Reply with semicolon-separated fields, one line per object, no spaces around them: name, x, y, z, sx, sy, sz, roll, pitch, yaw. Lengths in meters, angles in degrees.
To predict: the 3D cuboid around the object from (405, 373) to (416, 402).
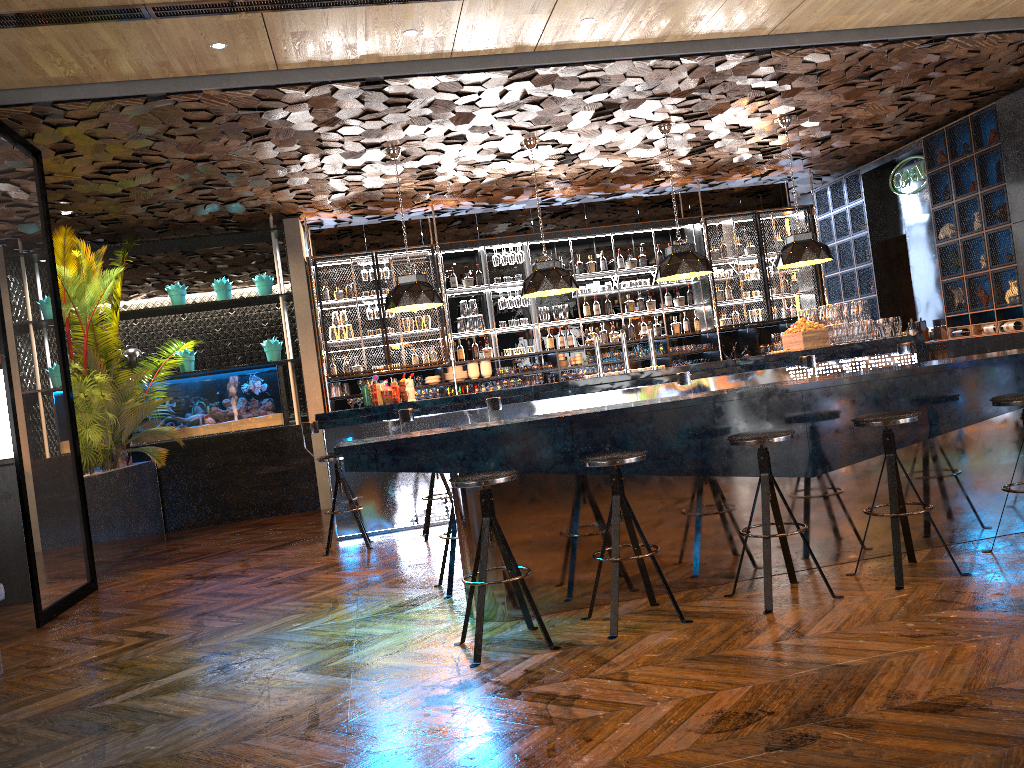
object;-0.957;0.033;8.344;0.081;0.264;0.099;-7;0;12

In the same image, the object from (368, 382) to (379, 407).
object;-1.322;0.090;8.420;0.078;0.246;0.084;-7;0;-11

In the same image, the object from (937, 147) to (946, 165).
object;5.160;-2.689;10.480;0.126;0.249;0.253;-7;0;-39

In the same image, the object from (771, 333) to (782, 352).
object;2.872;-0.442;9.607;0.105;0.209;0.105;-8;0;16

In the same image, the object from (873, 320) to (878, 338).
object;3.800;-0.564;9.322;0.105;0.209;0.105;-8;0;16

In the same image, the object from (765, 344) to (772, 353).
object;3.437;-0.420;11.846;0.079;0.231;0.079;-7;0;-13

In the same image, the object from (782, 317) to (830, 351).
object;2.998;-0.517;9.040;0.340;0.332;0.464;-7;0;-6

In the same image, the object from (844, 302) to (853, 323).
object;3.497;-0.737;9.186;0.105;0.209;0.105;-8;0;16

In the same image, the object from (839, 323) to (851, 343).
object;3.372;-0.511;8.987;0.105;0.209;0.105;-8;0;16

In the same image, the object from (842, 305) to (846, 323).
object;3.531;-0.741;9.532;0.105;0.209;0.105;-8;0;16

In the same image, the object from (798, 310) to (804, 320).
object;3.140;-0.689;9.574;0.105;0.209;0.105;-8;0;16

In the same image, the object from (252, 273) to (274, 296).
object;-3.069;-1.220;10.977;0.265;0.325;0.245;-7;0;-15

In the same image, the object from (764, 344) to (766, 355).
object;3.394;-0.414;11.929;0.079;0.231;0.079;-7;0;-29

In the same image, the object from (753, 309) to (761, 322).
object;3.307;-0.903;11.958;0.105;0.209;0.105;-7;0;-24

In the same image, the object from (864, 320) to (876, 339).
object;3.647;-0.547;9.040;0.105;0.209;0.105;-8;0;16

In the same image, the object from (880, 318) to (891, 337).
object;3.838;-0.570;9.096;0.105;0.209;0.105;-7;0;-34

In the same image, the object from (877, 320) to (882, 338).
object;3.911;-0.579;9.347;0.105;0.209;0.105;-8;0;16

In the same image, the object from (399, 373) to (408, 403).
object;-1.029;0.036;8.461;0.080;0.277;0.091;-8;0;23

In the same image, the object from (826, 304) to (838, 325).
object;3.248;-0.705;9.020;0.105;0.209;0.105;-8;0;16

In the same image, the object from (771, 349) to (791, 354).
object;2.689;-0.324;8.890;0.198;0.045;0.377;-8;0;29

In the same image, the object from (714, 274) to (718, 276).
object;2.707;-1.485;11.892;0.089;0.092;0.089;-8;0;17

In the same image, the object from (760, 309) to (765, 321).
object;3.416;-0.917;12.039;0.105;0.209;0.105;-7;0;-24

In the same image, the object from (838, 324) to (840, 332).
object;3.365;-0.509;9.097;0.105;0.209;0.105;-8;0;16

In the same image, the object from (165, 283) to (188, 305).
object;-4.090;-1.087;10.814;0.265;0.325;0.245;-7;0;-45

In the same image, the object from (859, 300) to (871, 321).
object;3.612;-0.752;9.091;0.105;0.209;0.105;-8;0;16

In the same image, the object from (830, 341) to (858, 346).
object;3.316;-0.405;9.103;0.273;0.019;0.437;-7;0;-9

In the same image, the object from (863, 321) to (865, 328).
object;3.640;-0.545;9.150;0.105;0.209;0.105;-8;0;16

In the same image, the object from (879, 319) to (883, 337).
object;3.880;-0.575;9.213;0.105;0.209;0.105;-8;0;16

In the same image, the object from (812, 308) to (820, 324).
object;3.255;-0.705;9.479;0.105;0.209;0.105;-8;0;16

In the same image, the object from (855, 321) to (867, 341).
object;3.540;-0.533;9.010;0.105;0.209;0.105;-8;0;16

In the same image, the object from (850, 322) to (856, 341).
object;3.535;-0.532;9.125;0.105;0.209;0.105;-8;0;16

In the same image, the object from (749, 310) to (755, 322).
object;3.283;-0.900;12.071;0.105;0.209;0.105;-7;0;-24

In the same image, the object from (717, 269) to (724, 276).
object;2.806;-1.496;11.932;0.089;0.092;0.089;-8;0;17

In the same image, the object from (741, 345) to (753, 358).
object;3.141;-0.389;11.868;0.158;0.248;0.158;-7;0;-15

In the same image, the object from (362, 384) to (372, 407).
object;-1.353;0.099;8.269;0.086;0.237;0.084;-7;0;10

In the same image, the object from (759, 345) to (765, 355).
object;3.337;-0.406;11.828;0.079;0.231;0.079;-8;0;27

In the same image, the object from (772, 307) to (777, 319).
object;3.531;-0.933;11.997;0.105;0.209;0.105;-7;0;-24

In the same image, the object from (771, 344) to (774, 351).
object;3.518;-0.430;11.862;0.079;0.231;0.079;-7;0;-33

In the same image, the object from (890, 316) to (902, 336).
object;3.946;-0.584;9.101;0.105;0.209;0.105;-7;0;-34

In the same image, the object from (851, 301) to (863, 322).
object;3.524;-0.741;9.073;0.105;0.209;0.105;-8;0;16

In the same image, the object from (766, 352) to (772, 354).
object;2.937;-0.355;9.498;0.273;0.019;0.437;-7;0;-9

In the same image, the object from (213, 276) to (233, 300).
object;-3.543;-1.158;10.905;0.255;0.325;0.244;-8;0;18

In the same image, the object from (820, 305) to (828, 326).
object;3.221;-0.701;9.134;0.105;0.209;0.105;-8;0;16

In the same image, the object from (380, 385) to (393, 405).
object;-1.171;0.098;8.295;0.110;0.191;0.131;-7;0;3

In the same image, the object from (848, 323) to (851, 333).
object;3.516;-0.529;9.243;0.105;0.209;0.105;-8;0;16

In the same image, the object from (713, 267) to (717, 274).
object;2.704;-1.511;11.892;0.089;0.092;0.089;-8;0;17

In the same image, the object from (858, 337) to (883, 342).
object;3.592;-0.441;9.156;0.273;0.019;0.437;-7;0;-9

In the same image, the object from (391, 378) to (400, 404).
object;-1.130;0.061;8.561;0.080;0.254;0.091;-7;0;-7

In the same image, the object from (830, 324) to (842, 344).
object;3.265;-0.497;8.957;0.105;0.209;0.105;-8;0;16

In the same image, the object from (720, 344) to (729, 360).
object;2.816;-0.377;11.874;0.186;0.307;0.186;-7;0;-3

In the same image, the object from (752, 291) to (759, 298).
object;3.304;-1.213;12.029;0.089;0.092;0.089;-7;0;-8

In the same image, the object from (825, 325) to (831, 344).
object;3.259;-0.496;9.073;0.105;0.209;0.105;-8;0;16

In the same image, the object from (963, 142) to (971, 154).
object;5.231;-2.740;10.067;0.152;0.332;0.289;-7;0;-17

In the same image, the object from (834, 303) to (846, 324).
object;3.337;-0.716;9.039;0.105;0.209;0.105;-8;0;16

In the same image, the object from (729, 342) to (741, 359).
object;2.990;-0.403;11.902;0.170;0.313;0.170;-7;0;-15

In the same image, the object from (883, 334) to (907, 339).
object;3.865;-0.477;9.213;0.273;0.019;0.437;-7;0;-9

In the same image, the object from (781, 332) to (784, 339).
object;2.911;-0.447;9.382;0.105;0.209;0.105;-7;0;-34

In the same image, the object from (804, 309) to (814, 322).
object;3.167;-0.693;9.460;0.105;0.209;0.105;-8;0;16

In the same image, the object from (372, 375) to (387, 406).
object;-1.253;0.055;8.515;0.116;0.298;0.105;-8;0;22
